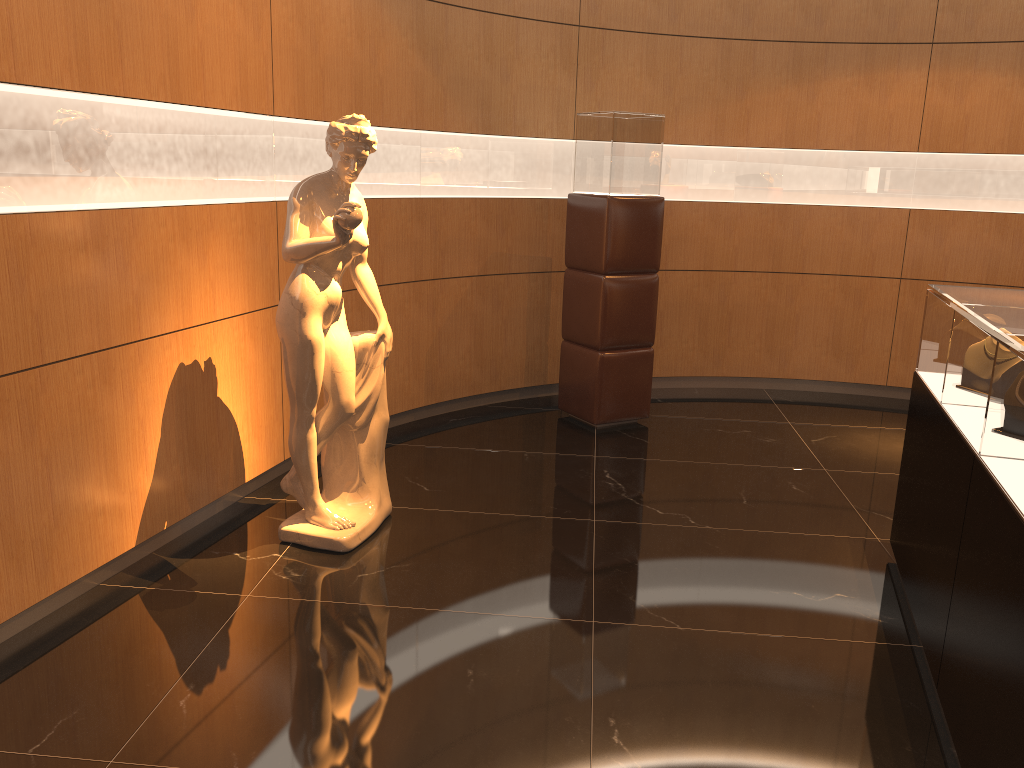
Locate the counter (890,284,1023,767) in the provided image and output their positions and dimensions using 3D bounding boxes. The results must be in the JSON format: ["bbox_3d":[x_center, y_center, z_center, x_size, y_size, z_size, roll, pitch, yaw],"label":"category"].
[{"bbox_3d":[1.679,0.448,2.635,0.615,1.173,2.514,6,14,15],"label":"counter"}]

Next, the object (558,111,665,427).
[{"bbox_3d":[0.653,-0.737,5.845,0.484,2.000,0.498,-6,16,-30],"label":"object"}]

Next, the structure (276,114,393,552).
[{"bbox_3d":[-0.796,-0.208,3.817,0.477,1.836,0.733,3,14,4],"label":"structure"}]
